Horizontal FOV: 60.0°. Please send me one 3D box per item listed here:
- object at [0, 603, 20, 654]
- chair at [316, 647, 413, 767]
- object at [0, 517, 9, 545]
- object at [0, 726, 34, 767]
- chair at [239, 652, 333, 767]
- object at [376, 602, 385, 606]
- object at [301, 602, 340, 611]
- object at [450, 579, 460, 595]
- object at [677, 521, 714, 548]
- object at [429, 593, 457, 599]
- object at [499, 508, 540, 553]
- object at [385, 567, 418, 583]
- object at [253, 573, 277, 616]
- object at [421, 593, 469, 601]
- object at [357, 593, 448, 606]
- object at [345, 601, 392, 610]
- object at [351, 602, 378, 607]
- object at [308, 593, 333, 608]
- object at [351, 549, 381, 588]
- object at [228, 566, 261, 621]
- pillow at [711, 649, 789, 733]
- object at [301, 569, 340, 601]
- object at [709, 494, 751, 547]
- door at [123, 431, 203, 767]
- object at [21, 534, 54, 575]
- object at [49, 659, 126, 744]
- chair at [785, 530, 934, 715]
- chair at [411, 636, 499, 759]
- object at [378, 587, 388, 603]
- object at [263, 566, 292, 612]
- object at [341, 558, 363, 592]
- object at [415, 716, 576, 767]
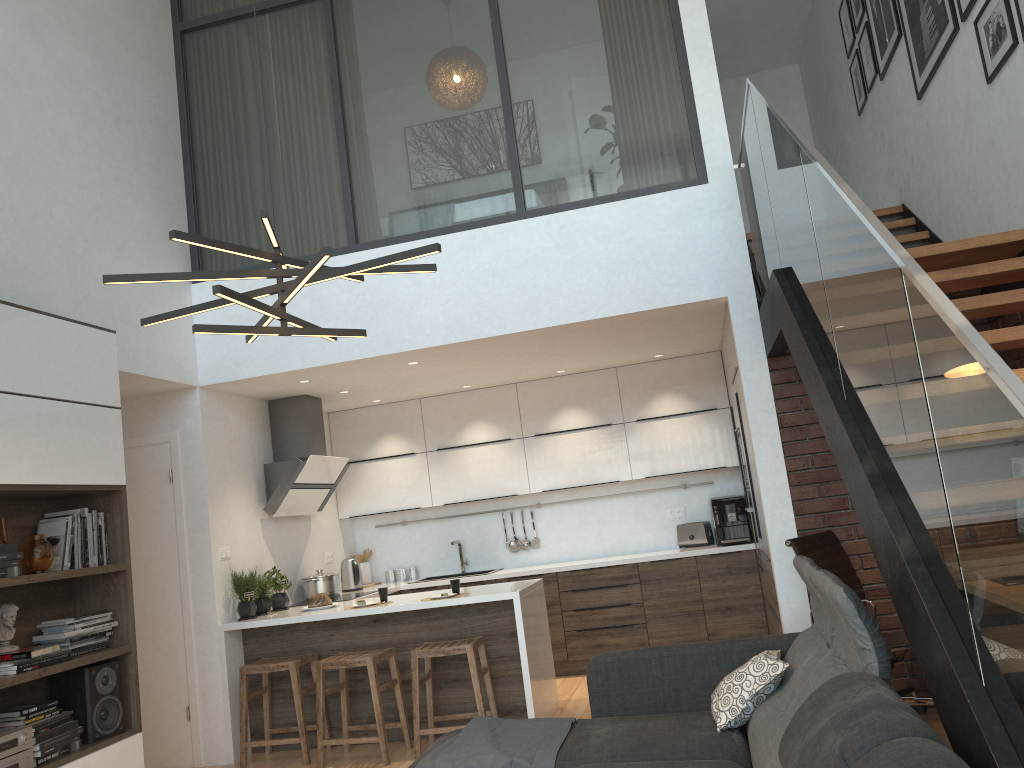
[{"bbox_3d":[-2.210,1.059,3.852,0.117,0.207,0.116,-1,-10,-38],"label":"object"},{"bbox_3d":[-0.898,1.917,5.281,0.450,0.600,0.350,-10,-9,16],"label":"chair"},{"bbox_3d":[-2.245,0.720,3.897,0.081,0.265,0.082,-13,-10,32],"label":"object"},{"bbox_3d":[-2.111,1.494,3.519,0.270,0.174,0.285,-9,-8,11],"label":"object"},{"bbox_3d":[-1.421,2.018,5.509,0.450,0.600,0.350,-9,-8,11],"label":"chair"},{"bbox_3d":[-0.832,1.386,5.593,0.025,0.011,0.126,-10,-9,15],"label":"object"},{"bbox_3d":[-1.274,1.487,5.912,0.261,0.021,0.261,-8,-8,6],"label":"object"},{"bbox_3d":[-0.356,1.282,5.595,0.066,0.093,0.066,-5,-9,-16],"label":"object"},{"bbox_3d":[1.502,1.238,7.292,0.260,0.195,0.177,-12,-10,31],"label":"object"},{"bbox_3d":[-0.425,1.316,5.493,0.176,0.014,0.176,-10,-9,15],"label":"object"},{"bbox_3d":[0.066,1.260,7.697,0.320,0.389,0.069,-9,-8,12],"label":"object"},{"bbox_3d":[-0.979,1.688,7.840,0.297,0.105,0.112,-9,-8,13],"label":"object"},{"bbox_3d":[-1.702,1.429,6.051,0.221,0.283,0.211,-11,-9,24],"label":"object"},{"bbox_3d":[-0.417,1.330,5.534,0.304,0.002,0.304,-15,-11,43],"label":"object"},{"bbox_3d":[-0.688,1.345,5.554,0.597,0.039,0.064,-8,-8,7],"label":"object"},{"bbox_3d":[-0.914,1.413,5.663,0.305,0.002,0.305,-4,-9,-20],"label":"object"},{"bbox_3d":[-0.935,1.403,5.630,0.176,0.014,0.176,-8,-8,1],"label":"object"},{"bbox_3d":[-1.286,1.451,5.930,0.155,0.101,0.161,-8,-8,7],"label":"object"},{"bbox_3d":[-1.323,1.619,7.798,0.221,0.316,0.330,-9,-8,11],"label":"object"},{"bbox_3d":[-1.756,1.364,5.846,0.186,0.367,0.196,-9,-8,11],"label":"object"},{"bbox_3d":[0.655,1.038,2.428,0.386,0.364,2.734,-10,-9,15],"label":"pillow"},{"bbox_3d":[-1.473,1.539,6.836,0.315,0.223,0.288,-1,-10,-37],"label":"object"},{"bbox_3d":[1.748,1.087,7.103,0.274,0.378,0.532,-9,-8,11],"label":"object"},{"bbox_3d":[-2.542,1.433,5.804,0.974,2.136,0.085,-9,-8,11],"label":"door"},{"bbox_3d":[-2.131,0.765,3.984,0.130,0.171,0.130,-1,-11,-39],"label":"object"},{"bbox_3d":[-1.993,1.494,4.175,0.244,0.331,0.214,-11,-9,21],"label":"object"},{"bbox_3d":[1.872,1.243,4.517,0.651,0.991,0.700,1,-12,-44],"label":"chair"},{"bbox_3d":[-0.345,1.841,5.252,0.450,0.600,0.350,-9,-8,9],"label":"chair"},{"bbox_3d":[-0.829,1.363,5.719,0.066,0.093,0.066,0,-11,-43],"label":"object"},{"bbox_3d":[-1.656,1.437,6.242,0.179,0.311,0.172,-11,-9,22],"label":"object"},{"bbox_3d":[-1.342,1.583,7.370,0.179,0.270,0.220,-7,-8,-2],"label":"object"},{"bbox_3d":[-0.031,1.544,3.453,0.548,0.369,0.685,-10,-9,19],"label":"object"}]
